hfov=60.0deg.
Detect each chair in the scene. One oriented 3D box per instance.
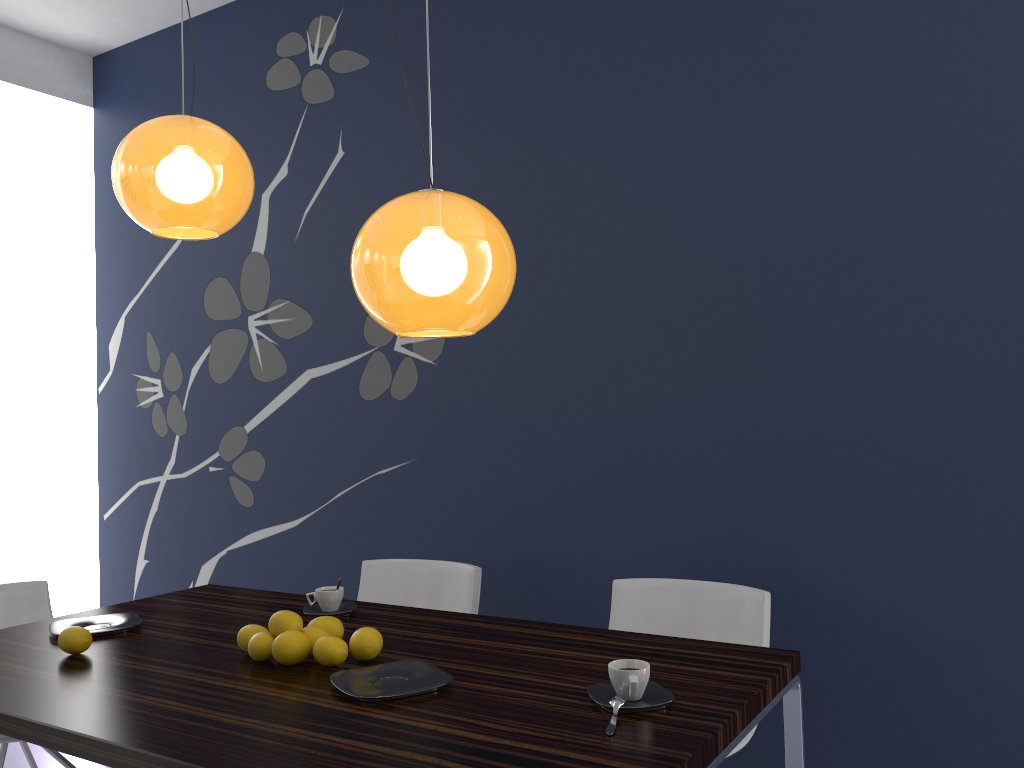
[{"bbox_3d":[-0.430,1.067,3.135,0.508,0.805,0.620,-3,-2,27],"label":"chair"},{"bbox_3d":[0.452,1.022,2.586,0.508,0.805,0.620,-3,-2,32],"label":"chair"},{"bbox_3d":[-1.636,1.094,2.875,0.620,0.805,0.508,-3,-2,32],"label":"chair"}]

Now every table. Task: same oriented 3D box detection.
[{"bbox_3d":[-0.487,1.044,2.100,2.046,0.783,1.127,-3,-2,32],"label":"table"}]

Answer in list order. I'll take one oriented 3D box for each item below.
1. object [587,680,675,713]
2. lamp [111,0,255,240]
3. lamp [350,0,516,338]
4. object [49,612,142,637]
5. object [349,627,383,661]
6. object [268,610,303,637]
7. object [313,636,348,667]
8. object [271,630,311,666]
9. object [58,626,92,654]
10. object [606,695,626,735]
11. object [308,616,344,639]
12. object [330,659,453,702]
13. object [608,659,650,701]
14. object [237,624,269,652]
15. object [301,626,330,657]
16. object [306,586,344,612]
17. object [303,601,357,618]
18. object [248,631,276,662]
[{"bbox_3d":[0.230,0.610,1.727,0.154,0.020,0.154,-1,-2,-12],"label":"object"},{"bbox_3d":[-0.895,-1.222,2.397,0.358,1.645,0.359,-4,-3,43],"label":"lamp"},{"bbox_3d":[-0.194,-1.093,1.960,0.359,1.974,0.358,-3,-3,37],"label":"lamp"},{"bbox_3d":[-1.164,0.678,2.482,0.232,0.020,0.232,-1,-2,-30],"label":"object"},{"bbox_3d":[-0.342,0.609,2.079,0.079,0.077,0.094,-2,-2,6],"label":"object"},{"bbox_3d":[-0.539,0.575,2.115,0.083,0.068,0.070,-3,-2,36],"label":"object"},{"bbox_3d":[-0.417,0.614,2.038,0.083,0.068,0.070,-3,-2,36],"label":"object"},{"bbox_3d":[-0.511,0.612,2.055,0.076,0.080,0.094,-3,-2,33],"label":"object"},{"bbox_3d":[-1.090,0.640,2.214,0.083,0.068,0.070,-3,-2,36],"label":"object"},{"bbox_3d":[0.188,0.601,1.622,0.032,0.028,0.155,-2,-2,13],"label":"object"},{"bbox_3d":[-0.465,0.617,2.211,0.094,0.077,0.079,-1,-2,-14],"label":"object"},{"bbox_3d":[-0.256,0.630,1.880,0.232,0.020,0.232,-1,-2,-30],"label":"object"},{"bbox_3d":[0.234,0.579,1.719,0.081,0.064,0.101,0,-2,-32],"label":"object"},{"bbox_3d":[-0.633,0.625,2.178,0.083,0.068,0.070,-3,-2,36],"label":"object"},{"bbox_3d":[-0.475,0.618,2.130,0.081,0.071,0.069,-2,-2,9],"label":"object"},{"bbox_3d":[-0.542,0.632,2.591,0.101,0.064,0.081,0,-2,-33],"label":"object"},{"bbox_3d":[-0.532,0.663,2.596,0.154,0.020,0.154,-1,-2,-13],"label":"object"},{"bbox_3d":[-0.590,0.621,2.100,0.070,0.068,0.083,-2,-2,1],"label":"object"}]
